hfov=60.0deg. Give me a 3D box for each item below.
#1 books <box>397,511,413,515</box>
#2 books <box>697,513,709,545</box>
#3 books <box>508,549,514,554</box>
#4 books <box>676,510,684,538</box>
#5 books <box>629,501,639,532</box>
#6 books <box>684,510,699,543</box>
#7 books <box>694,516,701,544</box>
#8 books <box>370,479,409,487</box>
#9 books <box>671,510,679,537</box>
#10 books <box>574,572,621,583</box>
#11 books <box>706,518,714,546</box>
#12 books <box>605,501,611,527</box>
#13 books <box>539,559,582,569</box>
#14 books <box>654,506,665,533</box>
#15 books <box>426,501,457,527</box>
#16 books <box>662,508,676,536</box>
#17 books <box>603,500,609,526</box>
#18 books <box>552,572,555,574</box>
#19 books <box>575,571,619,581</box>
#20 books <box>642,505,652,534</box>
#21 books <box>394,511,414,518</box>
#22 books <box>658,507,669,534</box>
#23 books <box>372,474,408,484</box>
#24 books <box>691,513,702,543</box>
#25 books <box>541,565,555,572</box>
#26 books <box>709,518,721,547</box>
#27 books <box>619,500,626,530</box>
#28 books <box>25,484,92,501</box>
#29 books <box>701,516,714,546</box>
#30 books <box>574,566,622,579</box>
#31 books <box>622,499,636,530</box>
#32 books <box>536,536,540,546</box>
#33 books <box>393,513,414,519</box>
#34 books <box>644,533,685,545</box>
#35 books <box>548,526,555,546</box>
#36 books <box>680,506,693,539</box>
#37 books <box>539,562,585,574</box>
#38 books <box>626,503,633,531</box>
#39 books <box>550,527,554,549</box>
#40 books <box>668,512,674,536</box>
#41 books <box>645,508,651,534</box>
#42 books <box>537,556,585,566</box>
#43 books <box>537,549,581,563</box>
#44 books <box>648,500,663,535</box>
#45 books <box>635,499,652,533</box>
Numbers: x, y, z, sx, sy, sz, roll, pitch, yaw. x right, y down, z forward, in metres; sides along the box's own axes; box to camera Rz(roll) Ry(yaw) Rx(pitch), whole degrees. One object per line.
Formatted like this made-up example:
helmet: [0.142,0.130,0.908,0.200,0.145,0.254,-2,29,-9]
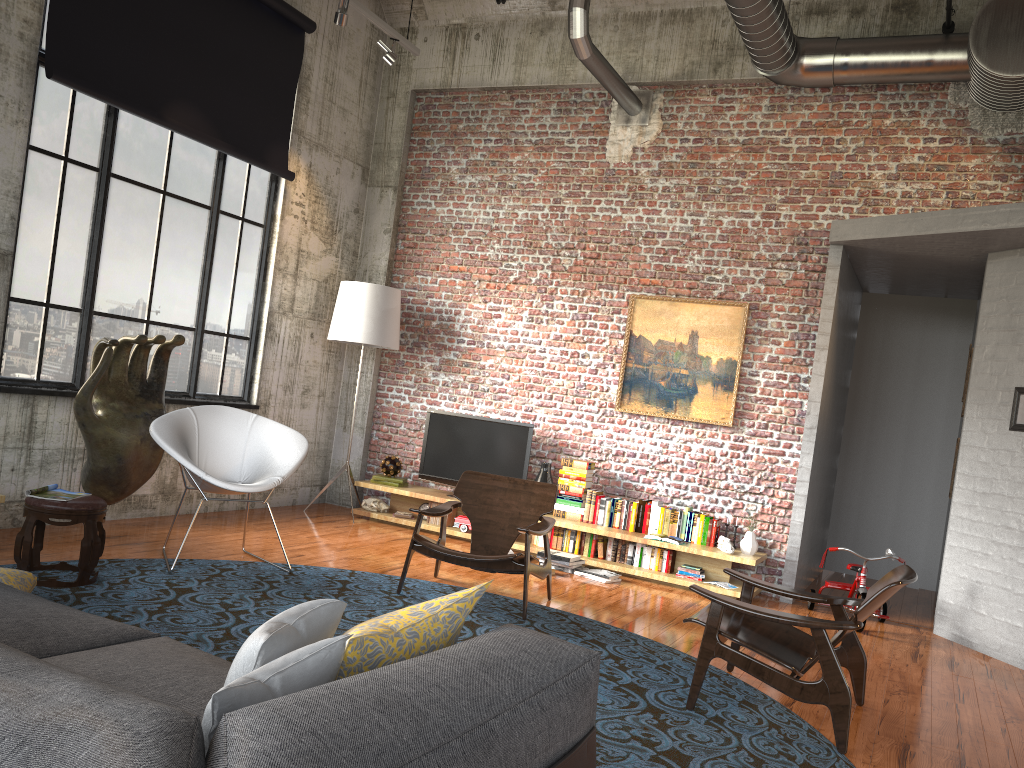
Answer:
books: [-1.028,1.240,8.513,0.113,0.016,0.114,8,-1,-40]
books: [1.619,1.227,7.509,0.034,0.253,0.183,8,1,25]
books: [-0.060,1.443,7.514,0.421,0.049,0.301,7,-1,40]
books: [1.452,1.205,7.575,0.034,0.253,0.183,8,1,25]
books: [1.082,1.153,7.716,0.034,0.254,0.183,8,1,26]
books: [1.530,1.213,7.546,0.060,0.259,0.180,8,1,25]
books: [1.587,1.238,7.515,0.027,0.223,0.161,8,1,25]
books: [-1.200,0.967,8.708,0.301,0.037,0.243,8,-1,18]
books: [1.421,1.208,7.601,0.045,0.240,0.175,8,1,25]
books: [0.698,1.571,7.231,0.312,0.017,0.232,7,-1,41]
books: [1.679,1.250,7.468,0.026,0.223,0.161,8,1,25]
books: [0.873,1.141,7.805,0.026,0.223,0.161,8,1,26]
books: [0.412,1.489,7.420,0.299,0.028,0.237,7,-1,24]
books: [1.280,1.183,7.664,0.034,0.253,0.183,8,1,25]
books: [-0.665,1.226,8.388,0.232,0.218,0.174,8,0,26]
books: [1.350,1.196,7.629,0.057,0.246,0.171,8,1,25]
books: [0.854,1.139,7.824,0.027,0.223,0.161,8,1,26]
books: [0.241,1.501,7.116,0.182,0.030,0.128,8,-1,-42]
books: [0.696,1.553,7.234,0.306,0.017,0.232,7,-1,24]
books: [1.181,1.172,7.705,0.026,0.251,0.160,8,1,25]
books: [-1.039,1.256,8.520,0.166,0.021,0.210,8,-1,1]
books: [1.309,1.187,7.646,0.034,0.253,0.183,8,1,25]
books: [-1.195,0.931,8.708,0.302,0.037,0.243,8,-1,5]
books: [1.566,1.221,7.525,0.026,0.251,0.160,8,1,25]
books: [0.240,1.475,7.117,0.189,0.022,0.133,8,-1,-13]
books: [1.713,1.251,7.464,0.037,0.231,0.168,8,1,25]
books: [0.991,1.143,7.764,0.032,0.251,0.160,8,1,26]
books: [-2.551,0.611,4.996,0.229,0.043,0.300,8,-1,0]
books: [1.653,1.238,7.492,0.045,0.240,0.175,8,1,25]
books: [0.705,1.539,7.240,0.310,0.014,0.251,7,-1,32]
books: [1.022,1.142,7.752,0.034,0.259,0.180,8,1,26]
books: [0.267,1.355,7.967,0.023,0.194,0.140,8,1,26]
books: [-1.046,1.275,8.528,0.211,0.020,0.162,8,-1,-7]
books: [1.274,1.286,7.382,0.316,0.040,0.214,7,-1,26]
books: [0.357,1.338,7.931,0.046,0.252,0.153,8,1,26]
books: [1.489,1.192,7.568,0.036,0.291,0.176,8,1,25]
books: [0.420,1.525,7.424,0.319,0.040,0.237,7,-1,28]
books: [1.057,1.161,7.747,0.037,0.231,0.168,8,1,26]
books: [0.385,1.371,7.916,0.023,0.194,0.140,8,1,26]
books: [1.385,1.212,7.610,0.027,0.223,0.161,8,1,25]
books: [1.201,1.188,7.692,0.026,0.223,0.161,8,1,25]
books: [0.410,1.460,7.384,0.319,0.028,0.262,7,-1,36]
books: [0.393,1.428,7.365,0.296,0.035,0.236,7,-1,28]
books: [1.245,1.160,7.683,0.053,0.291,0.176,8,1,25]
books: [1.149,1.151,7.737,0.065,0.284,0.198,8,1,25]
